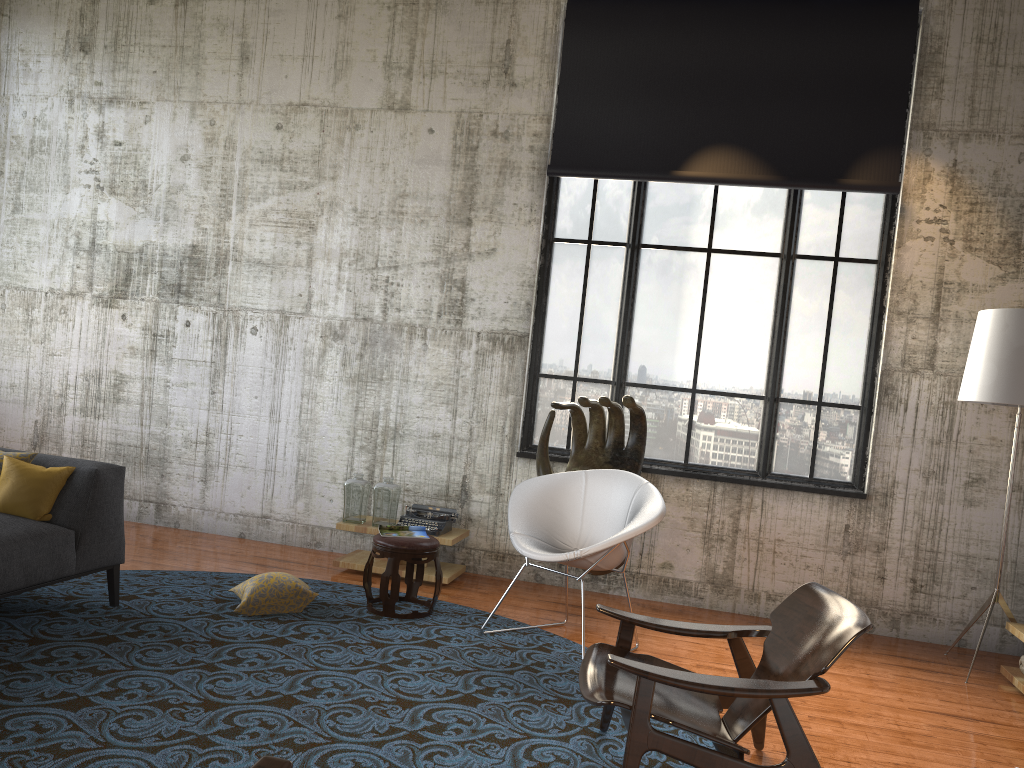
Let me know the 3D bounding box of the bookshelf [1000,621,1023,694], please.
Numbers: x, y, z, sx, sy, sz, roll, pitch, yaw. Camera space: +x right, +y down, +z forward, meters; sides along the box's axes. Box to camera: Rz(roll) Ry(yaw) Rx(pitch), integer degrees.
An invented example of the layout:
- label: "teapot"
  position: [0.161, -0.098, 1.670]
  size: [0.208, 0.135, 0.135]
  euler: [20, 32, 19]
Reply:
- label: "bookshelf"
  position: [2.865, 1.632, 3.499]
  size: [0.548, 0.359, 3.844]
  euler: [6, 0, 12]

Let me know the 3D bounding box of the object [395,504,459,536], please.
- label: "object"
  position: [-0.636, 0.993, 6.486]
  size: [0.423, 0.153, 0.382]
  euler: [6, 1, 12]

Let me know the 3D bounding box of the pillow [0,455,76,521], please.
- label: "pillow"
  position: [-2.550, 0.551, 4.652]
  size: [0.435, 0.319, 0.168]
  euler: [6, 2, -13]

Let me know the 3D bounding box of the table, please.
- label: "table"
  position: [-0.812, 1.232, 6.553]
  size: [0.874, 0.359, 0.475]
  euler: [6, 1, 12]

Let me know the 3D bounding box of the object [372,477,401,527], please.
- label: "object"
  position: [-0.917, 0.863, 6.460]
  size: [0.163, 0.362, 0.163]
  euler: [6, 2, 15]

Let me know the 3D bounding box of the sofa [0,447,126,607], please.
- label: "sofa"
  position: [-3.168, 0.764, 3.791]
  size: [1.361, 0.862, 3.004]
  euler: [6, 1, 14]

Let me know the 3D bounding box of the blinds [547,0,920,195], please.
- label: "blinds"
  position: [1.526, -2.141, 6.285]
  size: [2.441, 1.466, 0.150]
  euler: [6, 2, 12]

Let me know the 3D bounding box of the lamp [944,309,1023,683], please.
- label: "lamp"
  position: [3.070, 0.690, 5.478]
  size: [0.692, 2.246, 0.707]
  euler: [7, 3, 35]

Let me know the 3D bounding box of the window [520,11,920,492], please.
- label: "window"
  position: [1.452, -1.019, 6.500]
  size: [2.577, 3.439, 0.050]
  euler: [6, 2, 12]

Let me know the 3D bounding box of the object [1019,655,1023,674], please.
- label: "object"
  position: [3.108, 1.675, 5.219]
  size: [0.182, 0.133, 0.274]
  euler: [6, 1, 21]

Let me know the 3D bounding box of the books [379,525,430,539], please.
- label: "books"
  position: [-0.684, 0.935, 5.610]
  size: [0.300, 0.043, 0.228]
  euler: [6, 1, -14]

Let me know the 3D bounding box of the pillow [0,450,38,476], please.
- label: "pillow"
  position: [-2.861, 0.499, 4.750]
  size: [0.536, 0.446, 0.260]
  euler: [6, 2, 19]

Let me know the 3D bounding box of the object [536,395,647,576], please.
- label: "object"
  position: [0.523, 0.700, 6.157]
  size: [0.727, 1.298, 0.456]
  euler: [7, 2, 24]

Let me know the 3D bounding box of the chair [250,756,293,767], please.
- label: "chair"
  position: [-0.329, 1.097, 1.585]
  size: [0.874, 0.794, 1.043]
  euler: [6, 1, 13]

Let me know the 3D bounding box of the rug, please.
- label: "rug"
  position: [-1.470, 1.363, 3.710]
  size: [4.852, 0.009, 4.836]
  euler: [6, 1, -32]

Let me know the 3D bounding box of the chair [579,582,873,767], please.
- label: "chair"
  position: [0.790, 1.197, 3.501]
  size: [1.043, 0.794, 0.874]
  euler: [6, 1, 2]

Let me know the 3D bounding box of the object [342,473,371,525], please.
- label: "object"
  position: [-1.142, 0.840, 6.509]
  size: [0.163, 0.362, 0.163]
  euler: [6, 2, 10]

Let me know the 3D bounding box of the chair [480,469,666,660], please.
- label: "chair"
  position: [0.375, 1.020, 5.201]
  size: [0.807, 1.031, 1.055]
  euler: [5, 2, -38]

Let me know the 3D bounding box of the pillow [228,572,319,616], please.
- label: "pillow"
  position: [-1.433, 1.260, 5.356]
  size: [0.504, 0.247, 0.480]
  euler: [6, 1, -22]

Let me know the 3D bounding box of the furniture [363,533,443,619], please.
- label: "furniture"
  position: [-0.684, 1.188, 5.586]
  size: [0.432, 0.477, 0.431]
  euler: [5, 2, -33]
